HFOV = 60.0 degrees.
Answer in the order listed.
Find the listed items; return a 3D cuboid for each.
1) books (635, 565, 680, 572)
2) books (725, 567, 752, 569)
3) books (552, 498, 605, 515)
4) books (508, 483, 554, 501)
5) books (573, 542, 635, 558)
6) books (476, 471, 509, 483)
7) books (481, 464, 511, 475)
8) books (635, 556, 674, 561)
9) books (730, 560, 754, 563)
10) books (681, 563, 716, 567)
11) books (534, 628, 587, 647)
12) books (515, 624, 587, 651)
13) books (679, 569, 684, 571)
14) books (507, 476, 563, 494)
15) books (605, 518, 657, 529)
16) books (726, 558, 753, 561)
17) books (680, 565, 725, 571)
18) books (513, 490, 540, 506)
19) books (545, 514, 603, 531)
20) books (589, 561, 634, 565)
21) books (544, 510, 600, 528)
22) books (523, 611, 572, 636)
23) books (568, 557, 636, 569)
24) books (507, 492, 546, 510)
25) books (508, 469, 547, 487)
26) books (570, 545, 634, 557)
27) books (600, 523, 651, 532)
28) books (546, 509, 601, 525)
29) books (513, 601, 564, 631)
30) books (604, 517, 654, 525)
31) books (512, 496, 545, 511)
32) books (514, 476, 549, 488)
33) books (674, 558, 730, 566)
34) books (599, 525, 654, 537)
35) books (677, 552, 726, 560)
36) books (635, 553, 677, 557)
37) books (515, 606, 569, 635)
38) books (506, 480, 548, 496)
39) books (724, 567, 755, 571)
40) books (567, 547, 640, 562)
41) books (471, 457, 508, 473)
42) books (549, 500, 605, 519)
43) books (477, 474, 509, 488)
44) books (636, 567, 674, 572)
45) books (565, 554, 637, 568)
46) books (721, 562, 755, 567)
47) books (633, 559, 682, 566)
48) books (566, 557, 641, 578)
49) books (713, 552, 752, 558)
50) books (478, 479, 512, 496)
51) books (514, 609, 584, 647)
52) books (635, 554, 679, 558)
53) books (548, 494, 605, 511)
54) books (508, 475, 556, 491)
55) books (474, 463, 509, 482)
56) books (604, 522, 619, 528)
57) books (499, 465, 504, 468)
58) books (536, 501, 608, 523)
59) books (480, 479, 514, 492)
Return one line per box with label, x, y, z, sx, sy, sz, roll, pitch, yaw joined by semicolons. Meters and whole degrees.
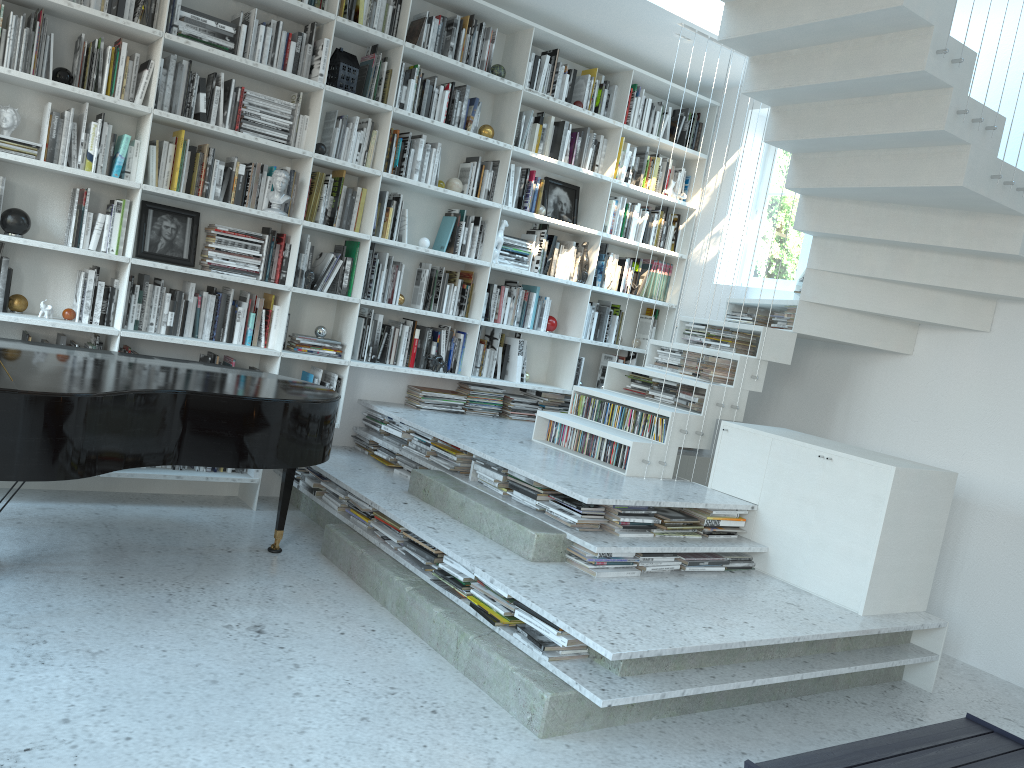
books;0.620;0.804;4.002;0.232;0.019;0.169;7;6;-41
books;1.053;0.875;4.335;0.179;0.010;0.159;8;5;-36
books;0.291;0.544;3.999;0.132;0.009;0.268;8;5;-32
books;0.119;0.513;4.215;0.177;0.026;0.230;8;5;-36
books;0.399;0.710;3.836;0.234;0.025;0.157;7;6;-41
books;-0.060;0.469;4.458;0.178;0.015;0.187;8;5;-31
books;-0.039;0.426;4.463;0.145;0.017;0.208;7;6;-41
books;0.613;0.771;4.017;0.211;0.018;0.134;8;5;-33
books;1.055;0.848;4.338;0.225;0.007;0.133;8;5;-32
books;0.847;0.829;4.172;0.254;0.005;0.160;7;6;-40
books;0.171;0.907;3.253;0.137;0.019;0.224;8;5;-35
books;0.142;0.922;3.236;0.187;0.017;0.205;8;5;-31
books;0.834;0.851;4.186;0.250;0.009;0.144;7;5;-37
books;0.124;0.480;4.211;0.168;0.013;0.281;7;6;-39
books;0.518;0.627;4.037;0.215;0.013;0.189;7;5;-37
books;1.054;0.837;4.341;0.229;0.014;0.133;7;5;-37
books;0.849;0.841;4.168;0.250;0.018;0.177;8;5;-33
books;0.122;0.541;4.223;0.155;0.028;0.189;8;5;-35
books;0.279;0.623;4.008;0.144;0.009;0.249;8;5;-36
books;0.393;0.750;3.838;0.210;0.012;0.168;8;5;-32
books;0.269;0.610;3.998;0.161;0.014;0.212;8;5;-32
books;0.163;0.862;3.237;0.165;0.015;0.242;8;5;-32
books;0.385;0.770;3.845;0.264;0.006;0.164;8;5;-35
books;0.114;0.558;4.221;0.154;0.007;0.292;8;5;-33
books;0.119;0.446;4.200;0.189;0.022;0.237;8;5;-31
books;0.388;0.724;3.849;0.257;0.010;0.132;8;5;-32
books;0.503;0.648;4.054;0.227;0.013;0.148;7;5;-38
books;0.276;0.596;4.000;0.152;0.015;0.207;7;6;-39
books;0.156;0.837;3.227;0.192;0.014;0.256;7;6;-40
books;0.514;0.613;4.045;0.210;0.012;0.168;8;5;-35
books;0.115;0.571;4.225;0.142;0.020;0.230;8;5;-31
books;0.127;0.462;4.210;0.170;0.008;0.208;8;5;-33
books;0.856;0.811;4.163;0.288;0.018;0.190;7;5;-37
books;0.509;0.664;4.044;0.216;0.015;0.177;7;5;-38
books;0.847;0.795;4.165;0.275;0.009;0.176;8;5;-36
books;0.619;0.751;4.012;0.220;0.013;0.148;7;5;-37
books;0.160;0.849;3.232;0.176;0.010;0.265;7;6;-40
books;0.119;0.495;4.211;0.187;0.009;0.250;8;5;-36
books;1.055;0.883;4.332;0.261;0.006;0.151;7;6;-40
books;0.393;0.738;3.840;0.292;0.012;0.159;8;5;-33
books;-0.055;0.409;4.448;0.192;0.014;0.256;7;6;-40
books;0.291;0.566;4.004;0.137;0.012;0.242;8;5;-35
books;-0.054;0.489;4.467;0.167;0.024;0.192;8;5;-35
books;0.608;0.819;4.015;0.208;0.015;0.152;7;5;-38
books;0.387;0.763;3.844;0.285;0.008;0.159;7;5;-38
books;1.055;0.861;4.336;0.234;0.017;0.151;8;5;-35
books;0.617;0.787;4.009;0.273;0.012;0.158;7;5;-38
books;0.394;0.788;3.830;0.262;0.023;0.199;7;5;-38
books;1.056;0.827;4.340;0.215;0.007;0.130;8;5;-34
books;-0.054;0.522;4.474;0.132;0.016;0.262;8;5;-31
books;0.159;0.883;3.239;0.157;0.027;0.287;7;6;-41
books;0.618;0.760;4.011;0.242;0.005;0.152;8;5;-35
books;0.291;0.533;3.997;0.149;0.014;0.228;7;5;-38
books;0.126;0.470;4.210;0.171;0.007;0.260;7;5;-38
books;-0.052;0.448;4.459;0.174;0.029;0.249;7;5;-38
books;0.502;0.635;4.057;0.207;0.012;0.131;7;6;-40
books;-0.028;0.398;4.465;0.134;0.014;0.181;8;5;-31
books;0.269;0.576;3.991;0.185;0.014;0.296;7;5;-37
books;-0.044;0.509;4.478;0.136;0.013;0.257;8;5;-36
